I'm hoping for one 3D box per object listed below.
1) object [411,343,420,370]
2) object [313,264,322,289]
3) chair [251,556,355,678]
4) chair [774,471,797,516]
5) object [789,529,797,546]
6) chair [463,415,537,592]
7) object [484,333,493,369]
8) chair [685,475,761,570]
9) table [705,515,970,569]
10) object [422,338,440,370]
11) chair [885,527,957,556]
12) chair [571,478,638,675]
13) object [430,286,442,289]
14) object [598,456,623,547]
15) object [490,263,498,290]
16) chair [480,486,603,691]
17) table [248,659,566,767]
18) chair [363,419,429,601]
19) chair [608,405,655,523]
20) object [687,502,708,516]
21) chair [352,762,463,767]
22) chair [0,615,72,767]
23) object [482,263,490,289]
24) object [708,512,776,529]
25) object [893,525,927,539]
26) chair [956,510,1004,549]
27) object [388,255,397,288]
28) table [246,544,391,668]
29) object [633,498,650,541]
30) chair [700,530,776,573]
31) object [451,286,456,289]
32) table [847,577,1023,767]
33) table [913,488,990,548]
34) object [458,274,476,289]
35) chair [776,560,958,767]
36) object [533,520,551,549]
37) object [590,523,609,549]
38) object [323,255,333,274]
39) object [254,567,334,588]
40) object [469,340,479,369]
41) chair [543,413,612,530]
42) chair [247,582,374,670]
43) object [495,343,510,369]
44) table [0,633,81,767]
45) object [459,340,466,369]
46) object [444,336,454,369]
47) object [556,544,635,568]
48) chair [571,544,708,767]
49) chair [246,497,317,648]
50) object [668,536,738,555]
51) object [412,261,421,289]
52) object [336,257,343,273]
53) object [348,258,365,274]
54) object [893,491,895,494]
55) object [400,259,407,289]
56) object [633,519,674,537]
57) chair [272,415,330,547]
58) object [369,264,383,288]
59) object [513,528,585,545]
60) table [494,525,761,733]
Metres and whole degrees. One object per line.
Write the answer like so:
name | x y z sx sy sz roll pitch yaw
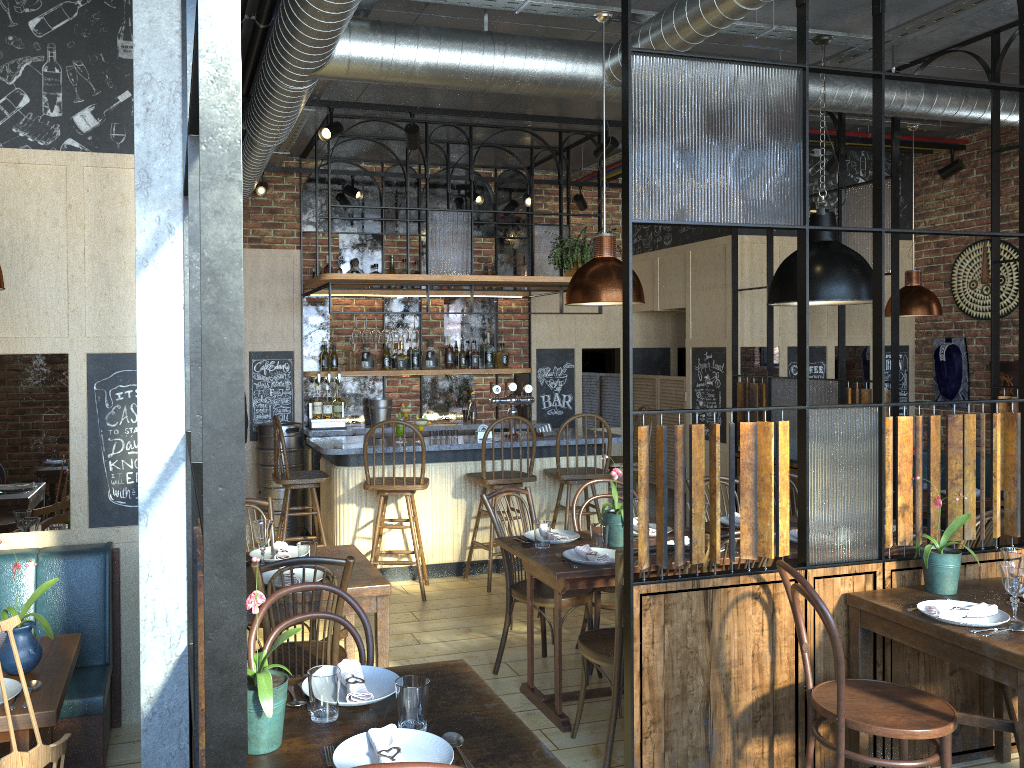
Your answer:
object | -0.864 -0.267 7.863 0.074 0.283 0.078 -1 1 -18
object | -1.686 -0.978 7.621 0.076 0.329 0.075 0 1 5
chair | -0.811 1.061 3.380 0.397 0.914 0.533 -1 1 -15
chair | 1.613 0.975 4.939 0.397 0.914 0.533 -1 1 -15
object | 1.432 0.718 4.155 0.318 0.051 0.276 -1 2 -15
chair | -0.079 0.806 6.221 0.420 1.195 0.427 -1 1 -25
object | -0.215 -0.303 8.060 0.076 0.329 0.075 0 1 5
chair | 1.241 0.985 4.776 0.394 0.914 0.536 -1 1 -20
table | 1.586 1.093 4.437 1.003 0.727 0.748 -1 2 -18
object | -0.725 -0.268 7.881 0.167 0.283 0.123 -1 1 -4
chair | 1.597 1.022 3.784 0.437 0.920 0.551 -1 1 -3
chair | 0.553 0.996 4.669 0.437 0.920 0.551 -1 1 -3
object | -0.682 -0.967 7.916 0.114 0.265 0.120 -1 1 -18
object | 0.486 0.540 4.141 0.151 0.426 0.197 0 1 14
object | -0.166 -0.978 8.081 0.063 0.263 0.069 -1 1 -32
chair | 0.149 1.008 4.462 0.386 0.914 0.546 -1 2 -44
table | -0.354 1.203 2.176 0.730 0.727 0.771 -1 2 -19
chair | -0.780 0.822 5.977 0.436 1.195 0.412 0 1 0
chair | 0.901 0.764 7.038 0.407 1.195 0.441 -1 1 -10
object | 0.873 0.654 4.143 0.099 0.191 0.098 0 1 1
chair | -0.227 1.118 1.823 0.437 0.920 0.551 -1 1 -3
chair | -1.419 1.074 2.265 0.516 1.005 0.468 -1 1 -27
object | -0.237 -0.976 8.060 0.063 0.263 0.068 -1 1 -25
object | 1.186 0.705 4.546 0.318 0.051 0.276 -1 2 -15
object | 1.857 0.709 4.292 0.318 0.051 0.276 -1 2 -15
chair | 1.958 1.006 4.093 0.388 0.914 0.544 -1 1 -35
object | -1.064 -0.986 7.820 0.077 0.318 0.084 -1 1 -38
table | -0.961 1.146 3.740 0.730 0.727 0.771 -1 2 -19
object | 0.612 0.652 4.235 0.102 0.191 0.094 0 1 28
chair | 0.861 1.029 3.768 0.397 0.914 0.533 -1 1 -15
object | -0.543 -0.969 7.969 0.064 0.263 0.068 -1 1 -19
table | 1.740 1.148 3.046 0.730 0.727 0.771 -1 2 -19
table | 2.823 1.074 6.200 0.724 0.603 0.765 -1 2 -19
object | -0.410 -0.982 7.998 0.167 0.283 0.123 -1 1 -4
chair | 1.184 1.059 2.960 0.554 0.920 0.435 0 1 4
object | 0.141 0.698 4.088 0.080 0.119 0.088 -2 2 -43
object | 0.397 0.699 4.001 0.088 0.119 0.081 0 2 33
object | -1.600 -0.967 7.665 0.085 0.302 0.087 -1 1 -8
object | -0.865 0.765 3.519 0.318 0.051 0.276 -1 2 -15
object | -0.343 -0.266 8.001 0.075 0.263 0.081 -1 1 -18
chair | 0.474 0.794 6.386 0.426 1.195 0.421 -1 1 -15
chair | -0.512 1.092 2.538 0.422 0.920 0.570 -1 1 -27
object | -0.089 -0.257 8.065 0.137 0.235 0.093 -1 1 -33
table | -1.818 1.252 2.840 0.724 0.603 0.765 -1 2 -19
object | -0.450 -0.265 7.971 0.063 0.263 0.069 -1 1 -38
object | -0.568 -0.282 7.948 0.086 0.302 0.086 0 1 0
object | 0.373 0.741 3.843 0.318 0.051 0.276 -1 2 -15
chair | 0.488 1.043 3.517 0.397 0.914 0.533 -1 1 -15
chair | -1.168 1.031 4.198 0.386 0.914 0.546 -1 2 -44
object | 0.846 0.730 3.997 0.318 0.051 0.276 -1 2 -15
object | -0.853 -0.962 7.870 0.075 0.263 0.081 -1 1 -18
object | -1.502 -0.961 7.674 0.057 0.288 0.054 0 1 20
object | -1.365 -0.961 7.713 0.167 0.283 0.123 -1 1 -4
object | 1.869 0.633 4.433 0.099 0.191 0.097 0 1 6
object | -0.959 -0.971 7.859 0.074 0.283 0.078 -1 1 -18
object | 0.642 0.717 4.382 0.318 0.051 0.276 -1 2 -15
chair | -1.515 0.816 6.316 0.401 1.195 0.448 -1 1 -20
object | -1.197 -0.941 7.759 0.141 0.235 0.091 -1 1 -13
object | 0.174 0.726 4.247 0.318 0.051 0.276 -1 2 -15
table | 0.529 1.116 4.122 1.003 0.727 0.748 -1 2 -18
